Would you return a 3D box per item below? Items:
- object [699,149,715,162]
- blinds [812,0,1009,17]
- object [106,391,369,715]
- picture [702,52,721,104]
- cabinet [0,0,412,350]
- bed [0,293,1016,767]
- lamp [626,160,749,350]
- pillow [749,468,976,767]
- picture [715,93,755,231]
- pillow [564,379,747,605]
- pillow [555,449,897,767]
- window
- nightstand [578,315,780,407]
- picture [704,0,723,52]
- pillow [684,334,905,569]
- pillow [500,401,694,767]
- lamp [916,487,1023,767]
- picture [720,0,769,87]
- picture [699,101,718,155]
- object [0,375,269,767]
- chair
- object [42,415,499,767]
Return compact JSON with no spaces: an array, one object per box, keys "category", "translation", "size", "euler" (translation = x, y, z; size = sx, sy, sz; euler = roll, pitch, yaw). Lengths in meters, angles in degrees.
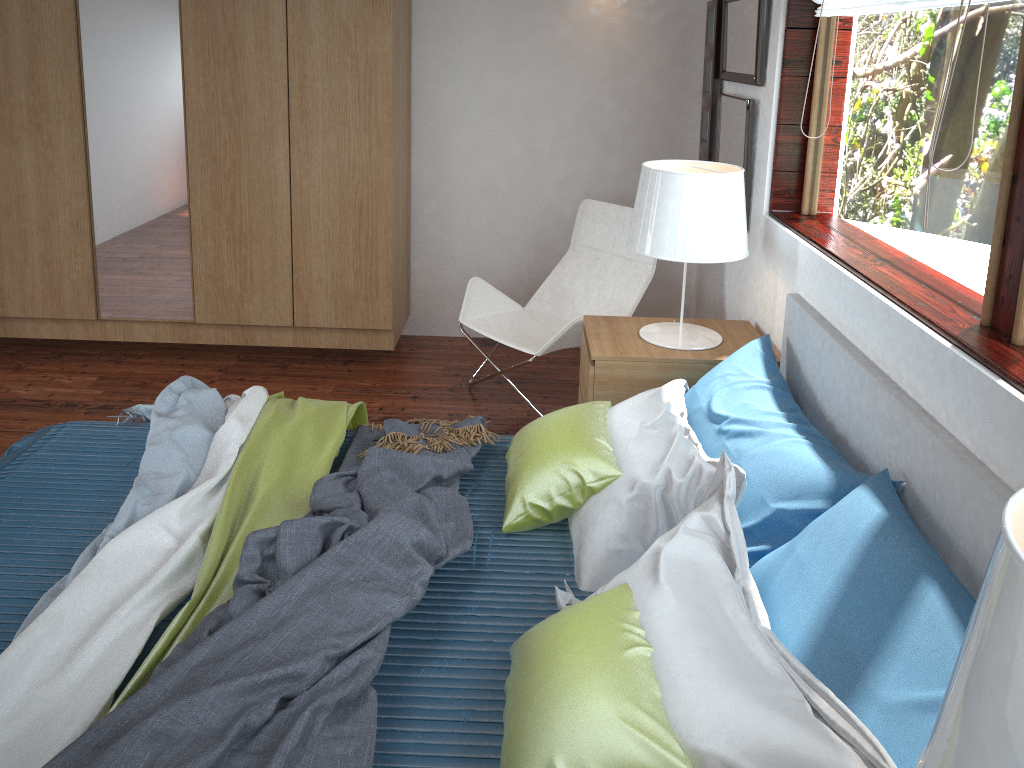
[{"category":"object","translation":[0.896,-0.962,4.032],"size":[0.040,0.216,0.233],"euler":[2,17,0]},{"category":"blinds","translation":[1.015,-1.229,2.288],"size":[0.054,0.472,1.296],"euler":[2,20,0]},{"category":"object","translation":[-0.589,0.561,1.908],"size":[0.491,0.427,2.210],"euler":[1,21,-3]},{"category":"picture","translation":[0.901,-1.385,3.942],"size":[0.040,0.216,0.233],"euler":[2,17,0]},{"category":"cabinet","translation":[-1.591,-1.417,3.942],"size":[2.200,2.314,0.606],"euler":[2,13,1]},{"category":"bed","translation":[-0.391,0.416,1.830],"size":[2.573,0.738,2.244],"euler":[2,20,1]},{"category":"lamp","translation":[0.584,-0.439,2.925],"size":[0.405,0.565,0.424],"euler":[1,15,-2]},{"category":"pillow","translation":[0.627,0.493,1.453],"size":[0.366,0.304,0.966],"euler":[1,20,-2]},{"category":"picture","translation":[0.887,-0.907,3.518],"size":[0.043,0.484,0.528],"euler":[2,17,0]},{"category":"pillow","translation":[0.332,0.200,2.263],"size":[0.472,0.343,0.916],"euler":[0,20,-4]},{"category":"pillow","translation":[0.306,0.471,1.458],"size":[0.360,0.374,0.894],"euler":[0,20,-5]},{"category":"window","translation":[-3.075,-1.087,1.575],"size":[8.293,1.856,5.529],"euler":[2,20,1]},{"category":"nightstand","translation":[0.550,0.093,3.038],"size":[0.608,0.520,0.447],"euler":[2,16,1]},{"category":"picture","translation":[0.903,-1.597,3.896],"size":[0.040,0.216,0.233],"euler":[2,17,0]},{"category":"pillow","translation":[0.644,0.161,2.298],"size":[0.347,0.315,0.957],"euler":[1,20,-2]},{"category":"pillow","translation":[0.129,0.357,1.885],"size":[0.311,0.209,1.447],"euler":[2,21,0]},{"category":"lamp","translation":[0.541,0.421,0.700],"size":[0.406,0.565,0.424],"euler":[0,15,-8]},{"category":"picture","translation":[0.903,-1.365,3.429],"size":[0.042,0.347,0.657],"euler":[2,19,0]},{"category":"picture","translation":[0.898,-1.174,3.987],"size":[0.040,0.216,0.233],"euler":[2,17,0]},{"category":"object","translation":[-0.949,0.484,1.935],"size":[0.536,0.359,2.262],"euler":[0,21,-4]},{"category":"chair","translation":[0.238,-0.340,3.722],"size":[0.811,0.766,0.719],"euler":[-12,21,-37]},{"category":"object","translation":[-0.369,0.444,1.823],"size":[0.629,0.389,2.226],"euler":[5,21,9]}]
